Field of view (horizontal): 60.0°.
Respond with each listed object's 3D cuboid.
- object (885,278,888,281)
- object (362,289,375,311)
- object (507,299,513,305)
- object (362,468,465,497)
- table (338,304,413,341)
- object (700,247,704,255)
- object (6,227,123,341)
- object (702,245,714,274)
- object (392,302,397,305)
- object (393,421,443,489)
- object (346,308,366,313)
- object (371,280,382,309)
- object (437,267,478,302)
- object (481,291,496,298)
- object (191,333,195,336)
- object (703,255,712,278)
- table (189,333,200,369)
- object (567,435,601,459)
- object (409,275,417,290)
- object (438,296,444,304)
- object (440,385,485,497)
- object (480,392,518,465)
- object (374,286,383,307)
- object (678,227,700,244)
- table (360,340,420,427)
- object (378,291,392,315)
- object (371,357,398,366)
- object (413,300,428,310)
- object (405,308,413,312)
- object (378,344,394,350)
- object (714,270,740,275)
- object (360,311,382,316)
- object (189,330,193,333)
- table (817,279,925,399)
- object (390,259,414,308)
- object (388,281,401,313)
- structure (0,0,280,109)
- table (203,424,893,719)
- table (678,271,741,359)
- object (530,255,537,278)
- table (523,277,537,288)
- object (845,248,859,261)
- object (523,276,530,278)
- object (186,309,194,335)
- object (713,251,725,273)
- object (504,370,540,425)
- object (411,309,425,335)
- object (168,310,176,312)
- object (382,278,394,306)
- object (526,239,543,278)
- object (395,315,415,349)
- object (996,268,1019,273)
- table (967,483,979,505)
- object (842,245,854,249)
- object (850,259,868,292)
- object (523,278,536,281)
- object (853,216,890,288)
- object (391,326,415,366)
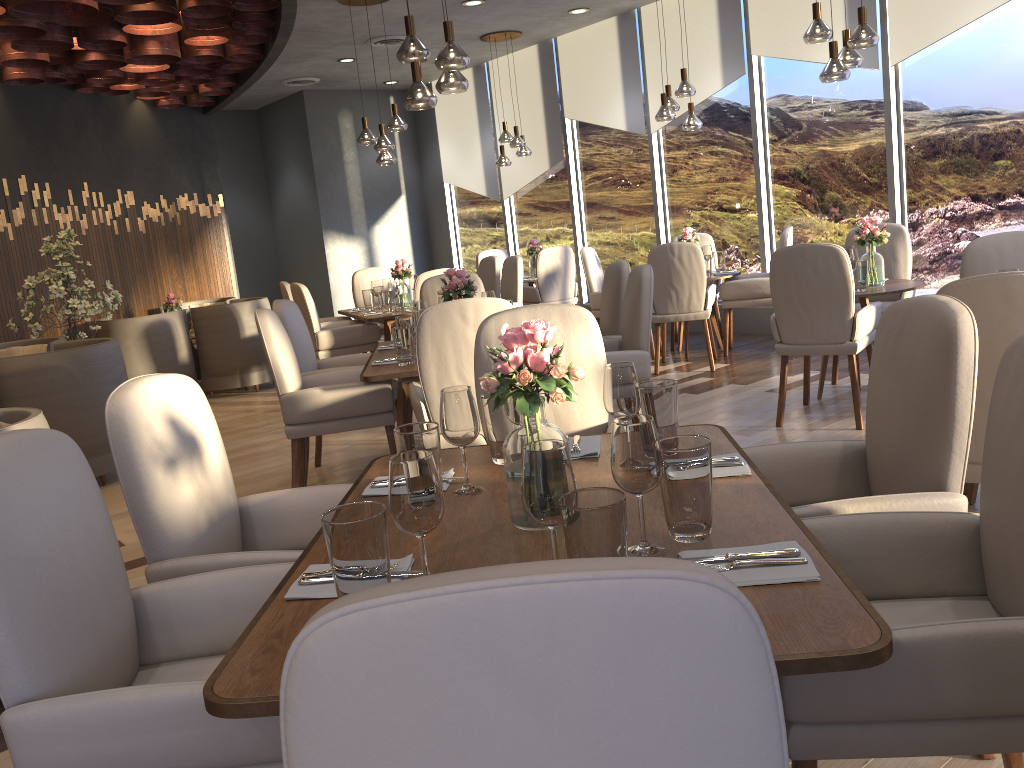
[{"bbox_3d":[2.236,-0.642,5.518,0.157,0.019,0.256,1,12,35],"label":"object"},{"bbox_3d":[-1.223,-0.717,7.576,0.102,0.177,0.103,-7,9,-4],"label":"object"},{"bbox_3d":[-0.037,-0.383,5.008,0.102,0.177,0.103,-4,9,12],"label":"object"},{"bbox_3d":[-0.229,0.235,2.157,0.255,0.019,0.158,-5,10,6],"label":"object"},{"bbox_3d":[-0.862,-0.331,7.596,0.966,0.662,1.311,-10,10,-20],"label":"table"},{"bbox_3d":[1.540,-1.002,7.296,0.092,0.243,0.092,-14,12,-43],"label":"object"},{"bbox_3d":[-3.370,-0.389,6.777,0.746,1.609,0.792,-1,10,29],"label":"object"},{"bbox_3d":[1.658,-1.051,7.499,0.092,0.243,0.093,-4,9,18],"label":"object"},{"bbox_3d":[-1.046,-0.735,8.020,0.158,0.019,0.256,-10,11,-18],"label":"object"},{"bbox_3d":[-0.204,0.182,1.983,0.102,0.177,0.102,2,12,42],"label":"object"},{"bbox_3d":[-1.317,-0.651,7.718,0.255,0.019,0.158,-10,11,-20],"label":"object"},{"bbox_3d":[-1.168,-0.771,7.661,0.092,0.243,0.093,-3,9,22],"label":"object"},{"bbox_3d":[-0.265,-0.396,4.573,0.210,0.414,0.199,-5,9,10],"label":"object"},{"bbox_3d":[-0.121,-0.394,4.932,0.092,0.243,0.092,-10,9,-24],"label":"object"},{"bbox_3d":[-2.900,-0.473,8.287,0.255,0.019,0.158,-4,10,11],"label":"object"},{"bbox_3d":[1.574,-0.954,7.197,0.102,0.177,0.102,-12,10,-32],"label":"object"},{"bbox_3d":[-3.129,-0.173,8.402,0.833,0.559,0.838,-6,10,2],"label":"table"},{"bbox_3d":[0.151,0.166,2.305,0.157,0.019,0.256,-5,10,8],"label":"object"},{"bbox_3d":[-0.867,-0.849,7.905,0.092,0.243,0.092,2,12,43],"label":"object"},{"bbox_3d":[-0.362,-0.369,4.943,0.092,0.243,0.092,-10,9,-21],"label":"object"},{"bbox_3d":[-0.114,0.130,2.033,0.092,0.243,0.092,-14,11,-41],"label":"object"},{"bbox_3d":[-0.021,0.111,2.265,0.102,0.177,0.103,0,11,33],"label":"object"},{"bbox_3d":[-1.186,-0.781,7.911,0.102,0.177,0.102,-14,12,-42],"label":"object"},{"bbox_3d":[1.488,-1.111,7.453,0.211,0.414,0.198,-14,11,-39],"label":"object"},{"bbox_3d":[-0.222,0.131,4.652,0.965,0.662,1.313,-7,10,-4],"label":"table"},{"bbox_3d":[-1.004,-0.645,7.048,0.102,0.177,0.103,-2,10,26],"label":"object"},{"bbox_3d":[-0.558,-0.121,4.324,0.255,0.019,0.158,-7,10,-3],"label":"object"},{"bbox_3d":[-0.483,-0.327,4.788,0.092,0.243,0.092,2,12,44],"label":"object"},{"bbox_3d":[-0.759,-0.594,7.061,0.158,0.019,0.256,-11,11,-23],"label":"object"},{"bbox_3d":[-0.613,-0.217,4.889,0.255,0.019,0.158,-7,10,-3],"label":"object"},{"bbox_3d":[1.766,-0.927,7.380,0.255,0.019,0.158,-2,11,21],"label":"object"},{"bbox_3d":[-1.098,-0.580,7.190,0.255,0.019,0.158,-10,11,-20],"label":"object"},{"bbox_3d":[-3.115,-0.510,8.622,0.157,0.019,0.256,-5,10,10],"label":"object"},{"bbox_3d":[2.073,-0.258,5.405,0.833,0.659,0.838,-4,10,12],"label":"table"},{"bbox_3d":[-0.920,-0.853,7.502,0.210,0.414,0.198,-10,10,-24],"label":"object"},{"bbox_3d":[-0.949,-0.700,7.134,0.092,0.243,0.092,-9,9,-17],"label":"object"},{"bbox_3d":[-2.770,-2.429,5.012,2.756,0.554,9.496,-8,10,-7],"label":"structure"},{"bbox_3d":[0.101,0.598,1.870,0.964,0.662,1.314,-6,10,4],"label":"table"},{"bbox_3d":[1.540,-0.583,7.529,0.837,0.659,0.835,-14,12,-38],"label":"table"},{"bbox_3d":[0.241,-1.250,9.465,0.092,0.243,0.092,2,12,43],"label":"object"},{"bbox_3d":[0.193,-0.814,9.631,0.836,0.659,0.835,-13,12,-35],"label":"table"},{"bbox_3d":[1.992,-0.673,5.203,0.092,0.243,0.093,-4,9,17],"label":"object"},{"bbox_3d":[0.119,-1.190,9.839,0.158,0.019,0.256,-10,11,-21],"label":"object"},{"bbox_3d":[-3.030,-0.591,8.387,0.092,0.243,0.093,0,11,36],"label":"object"},{"bbox_3d":[1.765,-1.036,7.533,0.102,0.177,0.102,-14,12,-42],"label":"object"},{"bbox_3d":[0.031,0.090,2.166,0.092,0.243,0.092,-12,10,-34],"label":"object"},{"bbox_3d":[-0.427,-0.231,4.222,0.092,0.243,0.092,1,11,39],"label":"object"},{"bbox_3d":[-3.240,-0.586,8.488,0.092,0.243,0.092,-9,9,-15],"label":"object"},{"bbox_3d":[-1.099,-0.812,7.845,0.092,0.243,0.092,-9,9,-16],"label":"object"},{"bbox_3d":[0.251,-1.364,9.609,0.198,0.414,0.211,-9,9,-15],"label":"object"},{"bbox_3d":[-0.562,-0.274,4.723,0.102,0.177,0.103,-4,9,13],"label":"object"},{"bbox_3d":[1.808,-0.296,3.229,0.092,0.243,0.092,-14,12,-43],"label":"object"},{"bbox_3d":[1.816,0.173,3.180,0.833,0.659,0.838,-1,11,27],"label":"table"},{"bbox_3d":[2.070,-0.725,5.445,0.092,0.243,0.093,0,11,38],"label":"object"},{"bbox_3d":[1.997,-0.622,5.100,0.102,0.177,0.102,-9,9,-16],"label":"object"},{"bbox_3d":[0.217,-1.107,9.321,0.158,0.019,0.256,-10,11,-20],"label":"object"},{"bbox_3d":[2.130,-0.782,5.244,0.210,0.414,0.199,-2,10,25],"label":"object"},{"bbox_3d":[-0.506,-0.178,4.158,0.102,0.177,0.102,-13,11,-36],"label":"object"}]
